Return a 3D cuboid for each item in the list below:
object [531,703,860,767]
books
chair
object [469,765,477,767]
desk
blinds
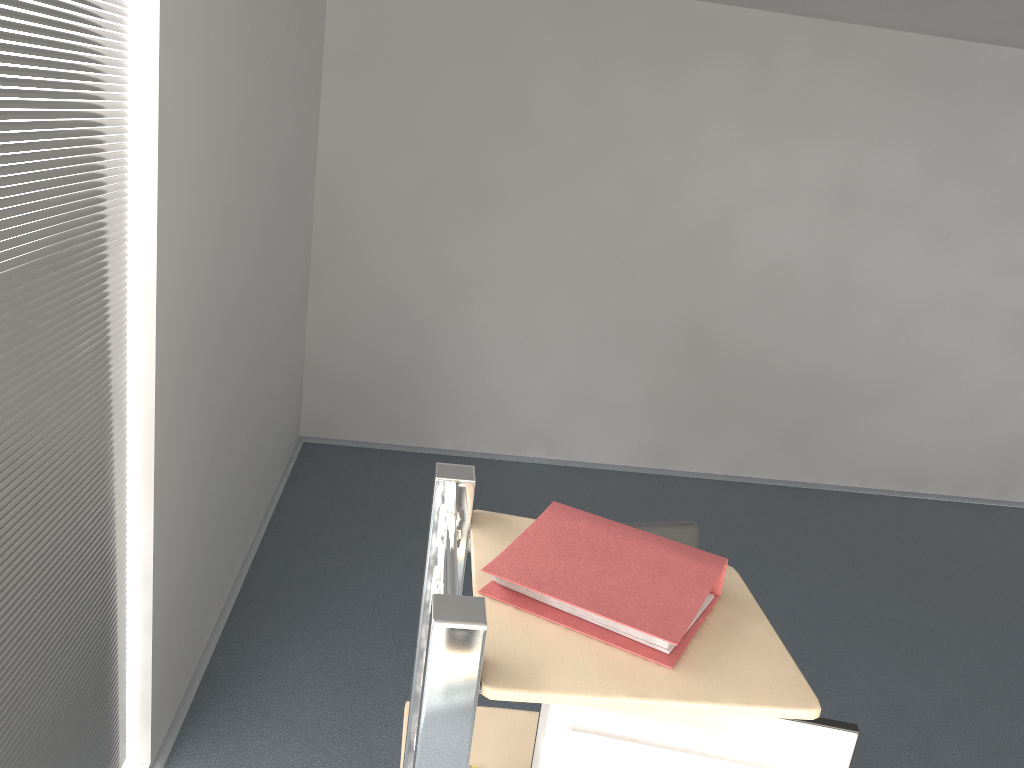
[{"bbox_3d":[0.270,0.737,1.487,0.516,0.418,0.245,12,17,15],"label":"object"},{"bbox_3d":[0.152,0.307,1.427,0.320,0.072,0.262,15,18,25],"label":"books"},{"bbox_3d":[0.382,1.023,2.611,0.584,1.048,0.652,2,17,-19],"label":"chair"},{"bbox_3d":[-0.087,0.906,2.008,0.132,0.026,0.132,6,17,-6],"label":"object"},{"bbox_3d":[0.492,0.982,1.885,1.469,1.566,0.967,6,17,-6],"label":"desk"},{"bbox_3d":[-1.002,0.166,1.519,0.022,2.770,1.950,6,17,-6],"label":"blinds"}]
